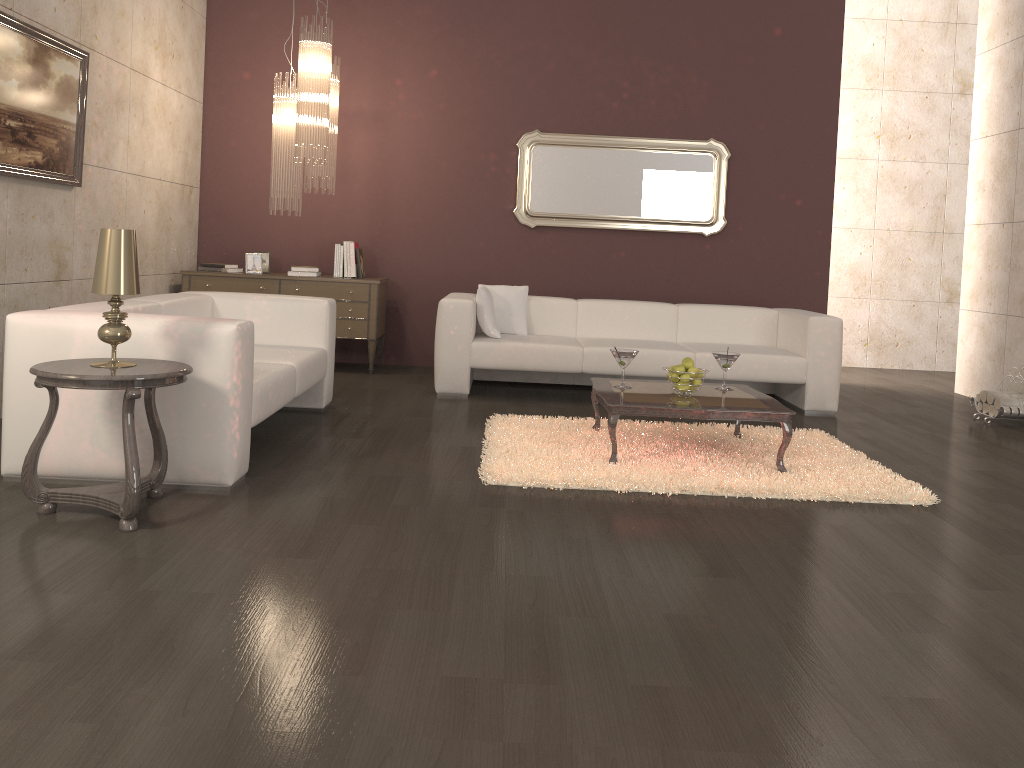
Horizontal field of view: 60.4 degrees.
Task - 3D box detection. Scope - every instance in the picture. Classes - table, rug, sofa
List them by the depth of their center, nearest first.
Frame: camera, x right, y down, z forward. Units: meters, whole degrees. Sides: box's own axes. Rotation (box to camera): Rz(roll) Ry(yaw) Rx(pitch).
[{"bbox_3d":[-1.411,0.194,3.131,0.514,0.519,0.526,5,6,22],"label":"table"},{"bbox_3d":[-1.538,-0.088,4.415,0.943,0.646,2.047,3,8,-1],"label":"sofa"},{"bbox_3d":[0.840,0.345,4.449,1.997,0.067,1.524,3,8,-1],"label":"rug"},{"bbox_3d":[0.862,0.198,4.460,0.913,0.301,0.914,3,8,-2],"label":"table"},{"bbox_3d":[0.857,-0.265,6.383,2.781,0.648,0.952,3,6,0],"label":"sofa"}]

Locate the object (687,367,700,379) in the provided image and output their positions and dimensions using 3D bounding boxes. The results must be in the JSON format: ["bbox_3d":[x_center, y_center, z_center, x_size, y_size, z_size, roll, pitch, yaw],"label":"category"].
[{"bbox_3d":[0.906,-0.056,4.393,0.062,0.061,0.057,0,6,-31],"label":"object"}]

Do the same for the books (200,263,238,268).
[{"bbox_3d":[-2.315,-0.936,6.967,0.233,0.027,0.171,6,9,19],"label":"books"}]

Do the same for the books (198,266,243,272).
[{"bbox_3d":[-2.310,-0.910,6.989,0.276,0.031,0.202,6,9,19],"label":"books"}]

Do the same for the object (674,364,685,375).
[{"bbox_3d":[0.833,-0.070,4.379,0.053,0.051,0.054,3,5,0],"label":"object"}]

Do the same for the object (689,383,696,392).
[{"bbox_3d":[0.904,0.018,4.440,0.044,0.043,0.043,3,5,3],"label":"object"}]

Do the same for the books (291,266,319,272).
[{"bbox_3d":[-1.646,-0.913,6.982,0.210,0.034,0.292,0,9,-15],"label":"books"}]

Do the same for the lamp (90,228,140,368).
[{"bbox_3d":[-1.408,-0.308,3.129,0.160,0.482,0.159,4,3,33],"label":"lamp"}]

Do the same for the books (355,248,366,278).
[{"bbox_3d":[-1.212,-0.965,7.031,0.068,0.236,0.174,3,4,-1],"label":"books"}]

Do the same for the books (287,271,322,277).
[{"bbox_3d":[-1.638,-0.876,6.968,0.224,0.035,0.311,2,8,-6],"label":"books"}]

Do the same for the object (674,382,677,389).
[{"bbox_3d":[0.852,0.005,4.469,0.055,0.054,0.055,4,5,11],"label":"object"}]

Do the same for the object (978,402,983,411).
[{"bbox_3d":[3.367,0.159,6.100,0.251,0.057,0.057,3,5,0],"label":"object"}]

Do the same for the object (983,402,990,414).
[{"bbox_3d":[3.383,0.173,6.032,0.276,0.073,0.083,3,5,0],"label":"object"}]

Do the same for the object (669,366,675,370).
[{"bbox_3d":[0.830,-0.067,4.493,0.053,0.054,0.054,-1,6,-38],"label":"object"}]

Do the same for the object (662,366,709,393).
[{"bbox_3d":[0.872,-0.014,4.436,0.235,0.118,0.234,10,10,44],"label":"object"}]

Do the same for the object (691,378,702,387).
[{"bbox_3d":[0.923,-0.009,4.403,0.051,0.048,0.052,2,5,-6],"label":"object"}]

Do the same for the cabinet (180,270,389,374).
[{"bbox_3d":[-1.792,-0.503,6.990,1.527,0.727,0.536,3,4,0],"label":"cabinet"}]

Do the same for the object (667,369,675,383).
[{"bbox_3d":[0.817,-0.041,4.445,0.066,0.065,0.066,-1,6,-33],"label":"object"}]

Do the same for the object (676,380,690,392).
[{"bbox_3d":[0.858,0.009,4.406,0.069,0.063,0.067,8,7,44],"label":"object"}]

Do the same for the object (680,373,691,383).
[{"bbox_3d":[0.860,-0.029,4.370,0.053,0.051,0.054,3,5,4],"label":"object"}]

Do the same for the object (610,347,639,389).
[{"bbox_3d":[0.578,-0.091,4.564,0.151,0.215,0.152,2,4,-8],"label":"object"}]

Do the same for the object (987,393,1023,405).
[{"bbox_3d":[3.372,0.107,5.981,0.251,0.076,0.080,3,5,0],"label":"object"}]

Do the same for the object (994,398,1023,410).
[{"bbox_3d":[3.377,0.137,5.890,0.262,0.078,0.081,3,5,0],"label":"object"}]

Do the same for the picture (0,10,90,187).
[{"bbox_3d":[-2.536,-1.434,4.356,0.053,0.788,1.732,3,7,-1],"label":"picture"}]

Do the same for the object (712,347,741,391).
[{"bbox_3d":[1.132,-0.081,4.675,0.151,0.215,0.152,1,4,-25],"label":"object"}]

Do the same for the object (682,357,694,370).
[{"bbox_3d":[0.884,-0.103,4.427,0.062,0.064,0.063,3,5,0],"label":"object"}]

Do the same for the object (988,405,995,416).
[{"bbox_3d":[3.369,0.184,5.955,0.251,0.076,0.080,3,5,0],"label":"object"}]

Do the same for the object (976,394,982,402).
[{"bbox_3d":[3.369,0.102,6.127,0.251,0.057,0.057,3,5,0],"label":"object"}]

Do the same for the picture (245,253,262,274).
[{"bbox_3d":[-2.015,-0.940,6.872,0.128,0.156,0.051,0,3,-30],"label":"picture"}]

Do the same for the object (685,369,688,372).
[{"bbox_3d":[0.876,-0.076,4.473,0.045,0.049,0.050,4,5,14],"label":"object"}]

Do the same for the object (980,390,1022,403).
[{"bbox_3d":[3.370,0.091,6.066,0.251,0.082,0.082,3,5,0],"label":"object"}]

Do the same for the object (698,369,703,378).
[{"bbox_3d":[0.935,-0.048,4.448,0.062,0.054,0.061,2,6,-7],"label":"object"}]

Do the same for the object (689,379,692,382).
[{"bbox_3d":[0.899,-0.038,4.488,0.061,0.062,0.062,-1,6,-36],"label":"object"}]

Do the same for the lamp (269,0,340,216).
[{"bbox_3d":[-1.398,-2.626,6.370,0.486,2.822,0.484,4,2,36],"label":"lamp"}]

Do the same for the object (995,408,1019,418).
[{"bbox_3d":[3.363,0.202,5.888,0.243,0.059,0.062,3,5,0],"label":"object"}]

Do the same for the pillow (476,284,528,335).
[{"bbox_3d":[-0.068,-0.552,6.509,0.376,0.360,0.170,3,3,-2],"label":"pillow"}]

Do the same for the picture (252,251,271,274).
[{"bbox_3d":[-2.007,-0.972,7.044,0.140,0.170,0.078,2,3,-15],"label":"picture"}]

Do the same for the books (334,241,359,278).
[{"bbox_3d":[-1.313,-0.997,7.033,0.178,0.288,0.205,3,4,-1],"label":"books"}]

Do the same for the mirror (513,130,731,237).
[{"bbox_3d":[0.913,-1.669,7.325,1.782,0.821,0.047,3,2,0],"label":"mirror"}]

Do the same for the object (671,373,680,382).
[{"bbox_3d":[0.818,-0.032,4.398,0.045,0.045,0.044,2,5,-9],"label":"object"}]

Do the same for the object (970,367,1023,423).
[{"bbox_3d":[3.437,0.076,5.987,0.502,0.378,0.435,3,6,-1],"label":"object"}]

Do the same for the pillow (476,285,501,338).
[{"bbox_3d":[-0.166,-0.515,6.240,0.186,0.356,0.379,3,5,-2],"label":"pillow"}]
